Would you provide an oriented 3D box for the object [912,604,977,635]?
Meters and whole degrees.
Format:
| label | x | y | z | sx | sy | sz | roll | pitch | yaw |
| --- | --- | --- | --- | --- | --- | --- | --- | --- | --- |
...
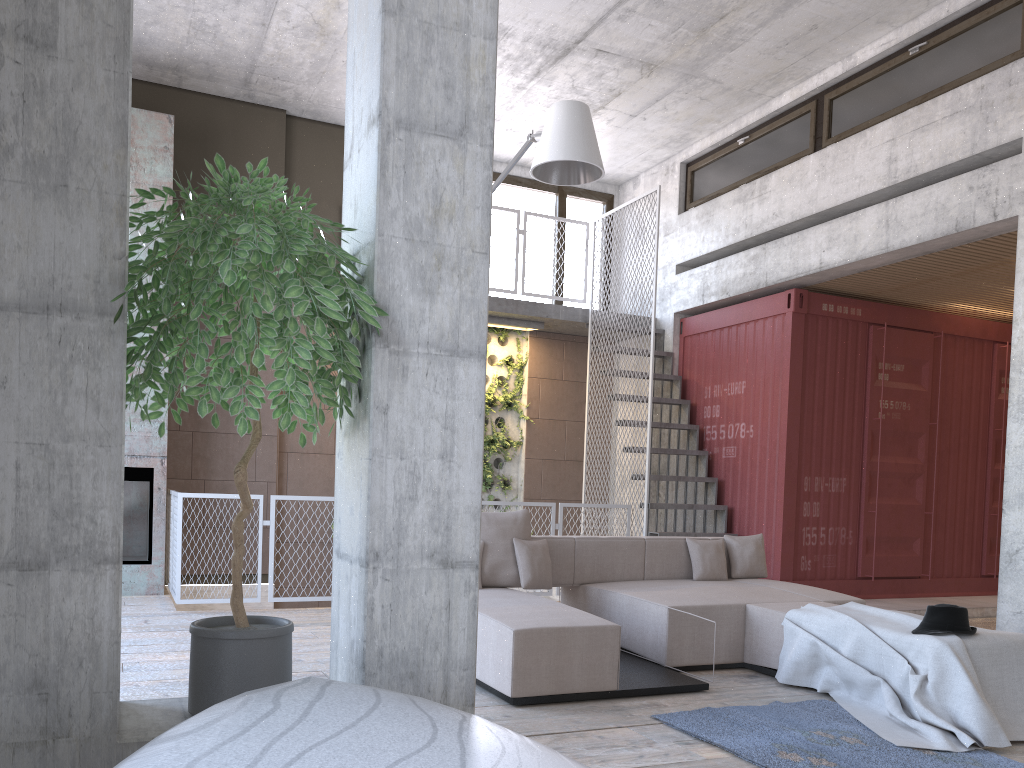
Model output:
| label | x | y | z | sx | sy | sz | roll | pitch | yaw |
| --- | --- | --- | --- | --- | --- | --- | --- | --- | --- |
| object | 2.282 | 1.245 | 4.630 | 0.303 | 0.169 | 0.298 | 5 | -6 | -37 |

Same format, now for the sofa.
| label | x | y | z | sx | sy | sz | roll | pitch | yaw |
| --- | --- | --- | --- | --- | --- | --- | --- | --- | --- |
| sofa | 1.162 | 1.449 | 5.603 | 3.006 | 0.784 | 3.019 | 5 | -7 | -24 |

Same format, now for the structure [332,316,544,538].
| label | x | y | z | sx | sy | sz | roll | pitch | yaw |
| --- | --- | --- | --- | --- | --- | --- | --- | --- | --- |
| structure | -0.829 | 0.812 | 10.378 | 2.633 | 3.823 | 1.001 | 2 | 1 | -24 |

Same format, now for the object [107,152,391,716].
| label | x | y | z | sx | sy | sz | roll | pitch | yaw |
| --- | --- | --- | --- | --- | --- | --- | --- | --- | --- |
| object | -0.899 | 0.184 | 2.890 | 0.966 | 1.865 | 1.002 | 2 | 0 | 32 |

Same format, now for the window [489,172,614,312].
| label | x | y | z | sx | sy | sz | roll | pitch | yaw |
| --- | --- | --- | --- | --- | --- | --- | --- | --- | --- |
| window | -0.347 | -1.722 | 10.763 | 3.576 | 1.751 | 0.109 | 4 | 1 | -24 |

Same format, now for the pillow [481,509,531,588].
| label | x | y | z | sx | sy | sz | roll | pitch | yaw |
| --- | --- | --- | --- | --- | --- | --- | --- | --- | --- |
| pillow | -0.118 | 1.155 | 6.169 | 0.565 | 0.558 | 0.220 | 3 | 0 | -22 |

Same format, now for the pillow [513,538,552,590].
| label | x | y | z | sx | sy | sz | roll | pitch | yaw |
| --- | --- | --- | --- | --- | --- | --- | --- | --- | --- |
| pillow | 0.157 | 1.269 | 6.184 | 0.169 | 0.372 | 0.378 | 2 | -2 | 39 |

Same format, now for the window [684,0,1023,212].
| label | x | y | z | sx | sy | sz | roll | pitch | yaw |
| --- | --- | --- | --- | --- | --- | --- | --- | --- | --- |
| window | 3.764 | -2.647 | 6.433 | 0.113 | 0.605 | 8.458 | 1 | -6 | -24 |

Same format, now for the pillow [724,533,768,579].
| label | x | y | z | sx | sy | sz | roll | pitch | yaw |
| --- | --- | --- | --- | --- | --- | --- | --- | --- | --- |
| pillow | 1.911 | 1.398 | 7.134 | 0.363 | 0.367 | 0.187 | 3 | 0 | -19 |

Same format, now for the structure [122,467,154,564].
| label | x | y | z | sx | sy | sz | roll | pitch | yaw |
| --- | --- | --- | --- | --- | --- | --- | --- | --- | --- |
| structure | -3.720 | 1.247 | 8.320 | 0.577 | 0.928 | 0.056 | 2 | 2 | -24 |

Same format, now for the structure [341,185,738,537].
| label | x | y | z | sx | sy | sz | roll | pitch | yaw |
| --- | --- | --- | --- | --- | --- | --- | --- | --- | --- |
| structure | 0.190 | 0.186 | 9.585 | 3.692 | 4.316 | 3.033 | 3 | -1 | -24 |

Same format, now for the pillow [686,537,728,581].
| label | x | y | z | sx | sy | sz | roll | pitch | yaw |
| --- | --- | --- | --- | --- | --- | --- | --- | --- | --- |
| pillow | 1.560 | 1.401 | 6.954 | 0.371 | 0.359 | 0.186 | 3 | 0 | -25 |

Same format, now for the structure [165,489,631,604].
| label | x | y | z | sx | sy | sz | roll | pitch | yaw |
| --- | --- | --- | --- | --- | --- | --- | --- | --- | --- |
| structure | -1.183 | 1.641 | 9.130 | 4.440 | 0.933 | 1.931 | 5 | -6 | -24 |

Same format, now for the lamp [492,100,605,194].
| label | x | y | z | sx | sy | sz | roll | pitch | yaw |
| --- | --- | --- | --- | --- | --- | --- | --- | --- | --- |
| lamp | -0.246 | 0.166 | 6.244 | 0.757 | 3.425 | 2.624 | 1 | 0 | -37 |

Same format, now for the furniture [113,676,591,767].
| label | x | y | z | sx | sy | sz | roll | pitch | yaw |
| --- | --- | --- | --- | --- | --- | --- | --- | --- | --- |
| furniture | -0.264 | 1.134 | 1.782 | 1.627 | 0.810 | 1.805 | 1 | -5 | 13 |

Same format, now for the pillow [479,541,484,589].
| label | x | y | z | sx | sy | sz | roll | pitch | yaw |
| --- | --- | --- | --- | --- | --- | --- | --- | --- | --- |
| pillow | -0.377 | 1.257 | 6.023 | 0.368 | 0.377 | 0.151 | 2 | 1 | 9 |

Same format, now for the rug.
| label | x | y | z | sx | sy | sz | roll | pitch | yaw |
| --- | --- | --- | --- | --- | --- | --- | --- | --- | --- |
| rug | 1.844 | 1.612 | 3.412 | 1.165 | 0.049 | 2.925 | 5 | -7 | -24 |

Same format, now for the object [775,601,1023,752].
| label | x | y | z | sx | sy | sz | roll | pitch | yaw |
| --- | --- | --- | --- | --- | --- | --- | --- | --- | --- |
| object | 2.216 | 1.528 | 4.800 | 1.044 | 0.501 | 1.604 | 3 | -6 | -6 |
